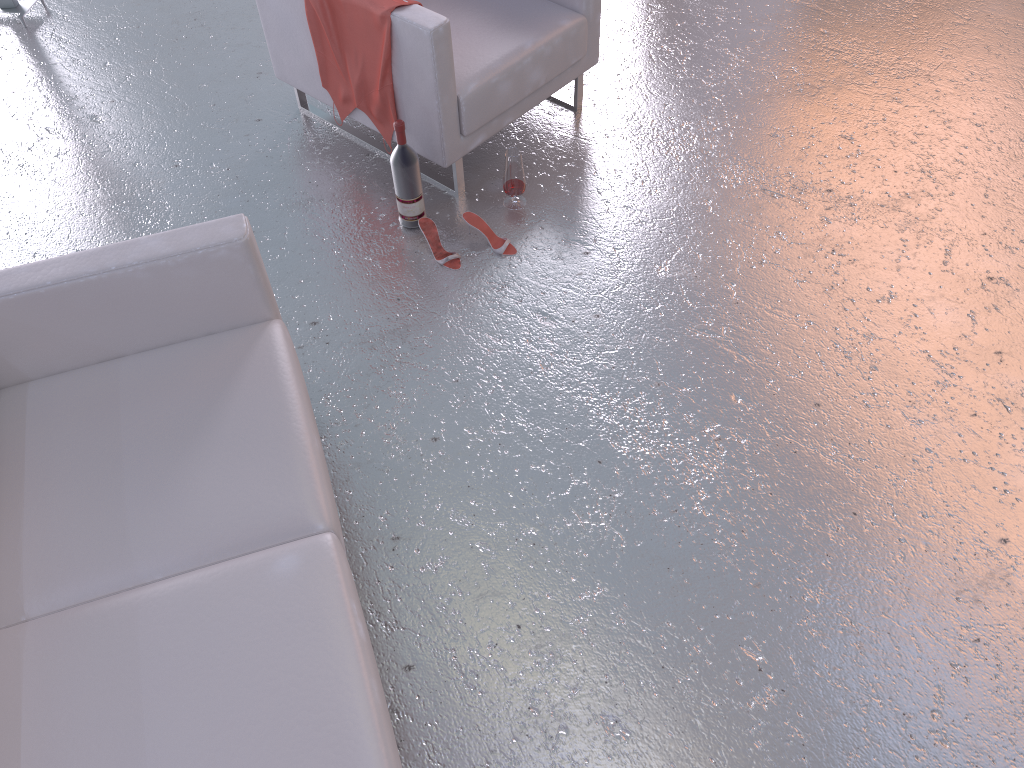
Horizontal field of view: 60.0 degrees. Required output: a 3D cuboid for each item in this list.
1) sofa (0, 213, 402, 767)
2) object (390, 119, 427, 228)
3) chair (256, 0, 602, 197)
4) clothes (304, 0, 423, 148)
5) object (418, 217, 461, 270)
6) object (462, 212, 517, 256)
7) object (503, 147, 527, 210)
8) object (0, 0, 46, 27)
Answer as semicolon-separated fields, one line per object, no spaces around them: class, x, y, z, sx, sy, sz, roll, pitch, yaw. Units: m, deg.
sofa;-0.762;0.742;1.738;1.026;0.824;2.353;-16;52;-11
object;-0.383;-0.763;3.216;0.109;0.435;0.109;5;51;6
chair;-0.313;-1.458;3.550;1.026;0.808;0.936;33;59;26
clothes;-0.512;-1.223;3.317;0.574;0.604;0.254;33;59;26
object;-0.267;-0.509;3.229;0.079;0.087;0.235;-35;57;-24
object;-0.079;-0.556;3.260;0.235;0.087;0.079;30;58;24
object;0.008;-0.777;3.346;0.091;0.233;0.091;6;51;7
object;-2.566;-2.313;3.976;0.333;1.363;0.243;8;51;9
